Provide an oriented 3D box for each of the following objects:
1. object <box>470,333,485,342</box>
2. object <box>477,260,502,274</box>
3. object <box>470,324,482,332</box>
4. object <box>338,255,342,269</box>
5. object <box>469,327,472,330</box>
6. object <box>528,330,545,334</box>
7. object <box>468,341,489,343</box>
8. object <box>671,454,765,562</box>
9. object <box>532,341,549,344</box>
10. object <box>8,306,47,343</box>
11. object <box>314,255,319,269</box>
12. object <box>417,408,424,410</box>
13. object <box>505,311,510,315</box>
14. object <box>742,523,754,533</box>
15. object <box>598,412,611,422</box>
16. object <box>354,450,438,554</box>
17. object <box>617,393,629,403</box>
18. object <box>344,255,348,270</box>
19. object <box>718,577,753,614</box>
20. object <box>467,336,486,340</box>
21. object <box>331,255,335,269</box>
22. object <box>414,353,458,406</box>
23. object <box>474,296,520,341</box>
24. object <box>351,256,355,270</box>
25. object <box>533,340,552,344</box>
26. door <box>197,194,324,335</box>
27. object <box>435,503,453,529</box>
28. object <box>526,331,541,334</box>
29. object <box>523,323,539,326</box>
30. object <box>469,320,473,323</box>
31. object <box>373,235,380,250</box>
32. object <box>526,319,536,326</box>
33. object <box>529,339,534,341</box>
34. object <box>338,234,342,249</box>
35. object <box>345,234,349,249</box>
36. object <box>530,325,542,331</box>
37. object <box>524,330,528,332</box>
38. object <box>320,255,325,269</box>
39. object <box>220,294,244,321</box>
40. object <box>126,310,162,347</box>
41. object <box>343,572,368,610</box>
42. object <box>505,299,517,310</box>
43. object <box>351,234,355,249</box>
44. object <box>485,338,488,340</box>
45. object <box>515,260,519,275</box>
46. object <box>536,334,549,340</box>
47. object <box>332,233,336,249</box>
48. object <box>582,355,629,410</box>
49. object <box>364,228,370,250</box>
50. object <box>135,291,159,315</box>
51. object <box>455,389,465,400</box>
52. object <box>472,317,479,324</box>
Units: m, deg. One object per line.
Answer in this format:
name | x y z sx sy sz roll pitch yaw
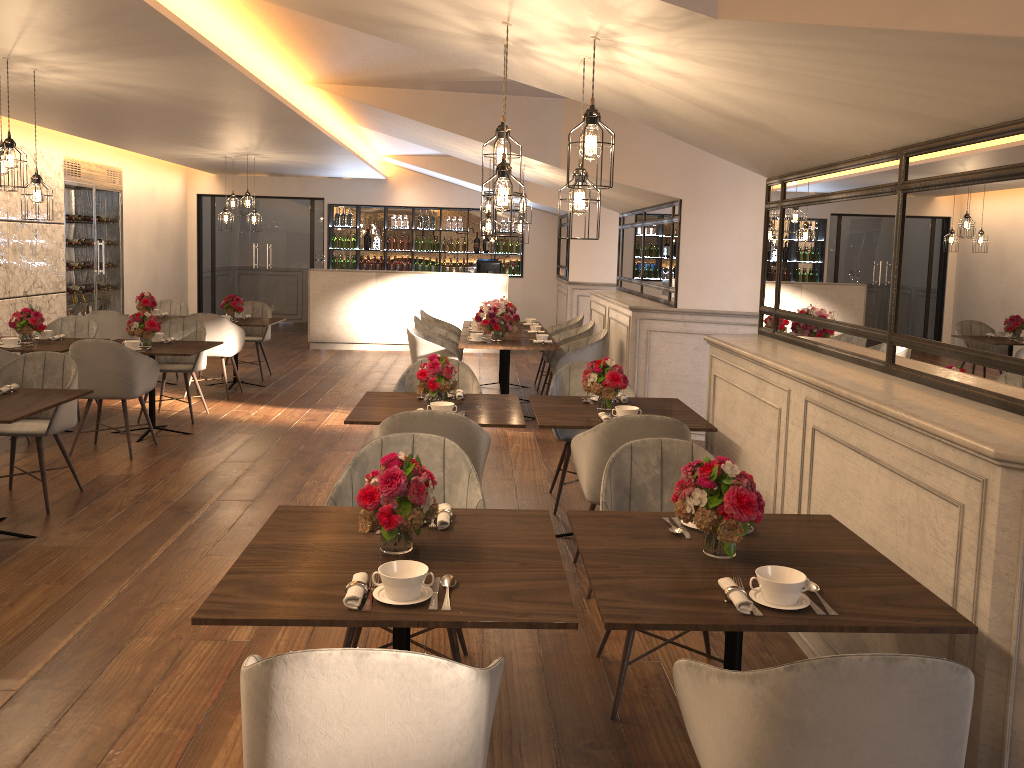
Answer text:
object | -0.327 -0.429 8.178 0.149 0.072 0.149 8 11 40
object | -0.341 -1.721 13.508 0.408 0.327 0.130 -2 7 -25
object | -0.361 -0.573 9.106 0.149 0.072 0.149 8 11 40
object | -2.912 -2.053 14.983 0.065 0.260 0.066 -1 6 -24
object | -0.366 -0.573 9.221 0.175 0.039 0.056 1 8 -2
object | 0.249 -0.530 9.054 0.175 0.039 0.056 1 8 -2
object | -0.304 -0.383 8.069 0.197 0.015 0.043 1 8 -6
object | 0.608 0.344 2.571 0.234 0.299 0.307 -2 8 -27
object | 0.273 -0.385 8.161 0.192 0.024 0.025 1 7 -2
object | -3.885 -0.478 7.073 0.305 0.300 0.235 4 7 19
object | -2.924 -1.826 13.237 0.065 0.206 0.065 1 6 -11
object | -0.470 0.150 4.497 0.056 0.039 0.177 1 9 -2
object | -0.129 -0.696 9.199 0.234 0.299 0.307 4 7 17
object | 0.729 0.439 2.839 0.056 0.039 0.177 1 9 -2
object | 0.474 0.171 4.534 0.056 0.039 0.177 1 9 -2
object | -0.330 0.325 2.521 0.234 0.299 0.307 4 7 17
object | 0.643 0.081 5.148 0.056 0.039 0.177 1 9 -2
object | -2.802 -2.050 14.988 0.065 0.260 0.066 -1 6 -24
object | 0.560 0.528 2.226 0.056 0.039 0.177 1 9 -2
object | -0.332 -0.430 8.293 0.175 0.039 0.056 1 8 -2
object | -3.022 -2.055 14.979 0.065 0.260 0.066 -1 6 -24
object | -0.416 -0.033 4.830 0.234 0.299 0.307 4 7 17
object | -0.137 -0.620 8.295 0.419 0.423 0.408 0 7 -14
object | -2.691 -2.048 14.992 0.065 0.260 0.066 -1 6 -24
object | 0.284 -0.387 8.127 0.175 0.039 0.056 1 8 -2
door | -4.218 -1.998 14.985 2.106 2.321 0.275 1 6 -2
object | -0.215 0.418 2.802 0.056 0.039 0.177 1 9 -2
object | 0.238 -0.529 9.089 0.192 0.024 0.025 1 7 -2
object | 0.216 -0.668 9.945 0.175 0.039 0.056 1 8 -2
object | -0.400 -0.711 10.112 0.175 0.039 0.056 1 8 -2
object | -2.287 -2.406 14.970 0.108 0.280 0.108 7 8 43
object | 0.212 -0.702 10.057 0.149 0.072 0.149 8 11 40
object | 0.256 -0.410 8.353 0.197 0.015 0.043 1 8 -6
object | -2.902 -2.412 14.949 0.065 0.260 0.066 -1 6 -24
object | -2.791 -2.409 14.953 0.065 0.260 0.066 -1 6 -24
object | 0.245 -0.565 9.166 0.149 0.072 0.149 8 11 40
object | 0.221 -0.554 9.280 0.197 0.015 0.043 1 8 -6
object | -2.839 -1.825 13.245 0.065 0.206 0.146 1 7 -11
object | -3.042 -0.840 9.595 0.235 0.300 0.306 -5 10 -45
object | -2.935 -0.451 7.083 0.306 0.300 0.235 6 8 30
object | -0.384 0.507 2.188 0.056 0.039 0.177 1 9 -2
object | -0.087 -0.823 10.014 0.306 0.300 0.235 -5 10 -45
object | -2.681 -2.407 14.958 0.065 0.260 0.066 -1 6 -24
object | -0.321 -0.417 8.260 0.192 0.024 0.025 1 7 -2
object | 0.088 -1.985 15.103 0.065 0.260 0.066 -1 6 -24
object | 0.280 -0.421 8.238 0.149 0.072 0.149 8 11 40
object | -3.012 -2.414 14.944 0.065 0.260 0.066 -1 6 -24
object | 0.521 -0.014 4.880 0.234 0.299 0.307 -2 8 -27
object | -2.452 -2.450 14.966 0.104 0.357 0.104 -2 7 -30
object | -3.935 -0.860 9.552 0.234 0.299 0.307 -2 8 -27
object | -0.301 0.060 5.111 0.056 0.039 0.177 1 9 -2
object | -0.395 -0.711 9.997 0.149 0.072 0.149 8 11 40
